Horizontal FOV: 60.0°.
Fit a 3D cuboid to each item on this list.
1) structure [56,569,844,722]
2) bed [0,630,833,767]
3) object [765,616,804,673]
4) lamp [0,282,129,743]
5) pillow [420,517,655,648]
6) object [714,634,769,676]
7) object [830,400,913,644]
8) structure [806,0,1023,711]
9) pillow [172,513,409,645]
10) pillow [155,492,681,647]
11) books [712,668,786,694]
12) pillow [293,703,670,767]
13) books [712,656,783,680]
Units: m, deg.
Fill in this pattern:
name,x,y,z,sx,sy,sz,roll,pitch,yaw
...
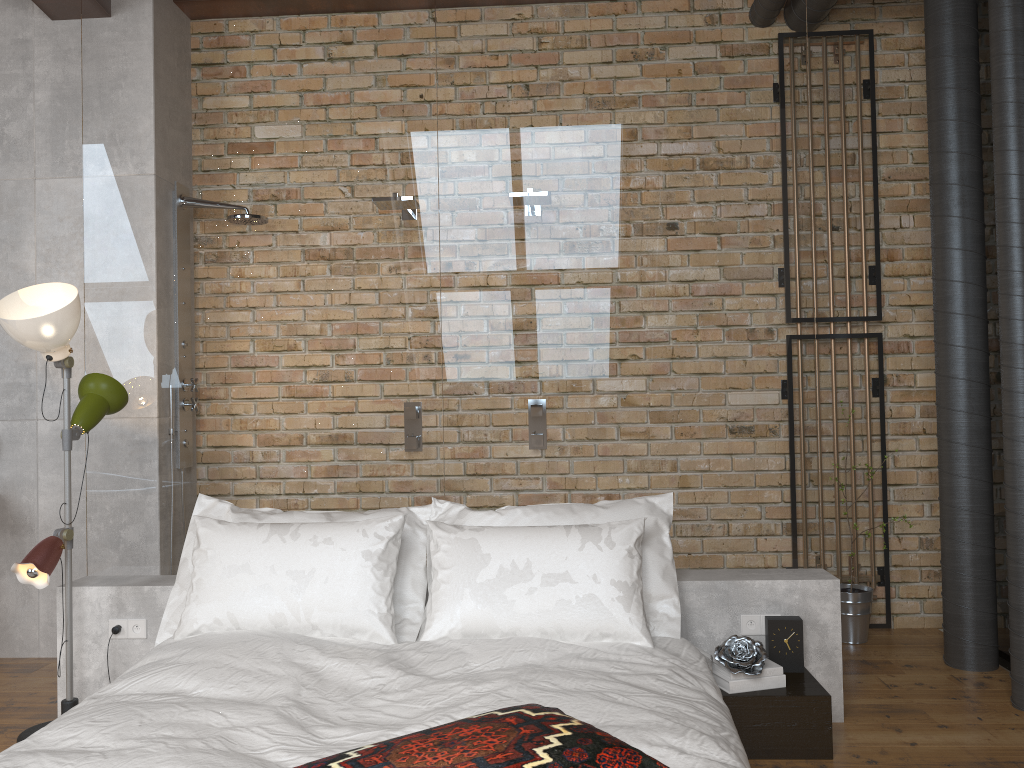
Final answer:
name,x,y,z,sx,sy,sz,roll,pitch,yaw
structure,-0.253,0.963,3.271,2.820,0.494,0.206,-1,-1,3
bed,-0.193,0.961,2.078,2.300,0.442,2.169,-1,-1,3
object,0.935,0.893,3.045,0.116,0.178,0.067,-1,-1,6
lamp,-1.568,0.442,3.102,0.270,1.582,0.561,-1,-1,0
pillow,0.076,0.640,2.857,0.748,0.385,0.291,-1,-1,3
object,0.741,0.873,2.865,0.170,0.094,0.160,-2,-1,15
object,1.628,0.628,4.021,0.228,1.117,0.517,-1,-1,-26
structure,1.583,-0.385,3.763,0.829,3.140,1.189,-1,-1,3
pillow,-0.717,0.634,2.901,0.744,0.397,0.276,-1,-1,3
pillow,-0.301,0.636,3.044,1.746,0.517,0.358,-1,-1,2
books,0.759,0.963,2.924,0.203,0.040,0.193,-1,-1,-16
pillow,-0.094,0.720,1.574,0.748,0.157,0.453,0,-2,-37
books,0.765,0.928,2.925,0.184,0.030,0.175,-1,-1,-13
